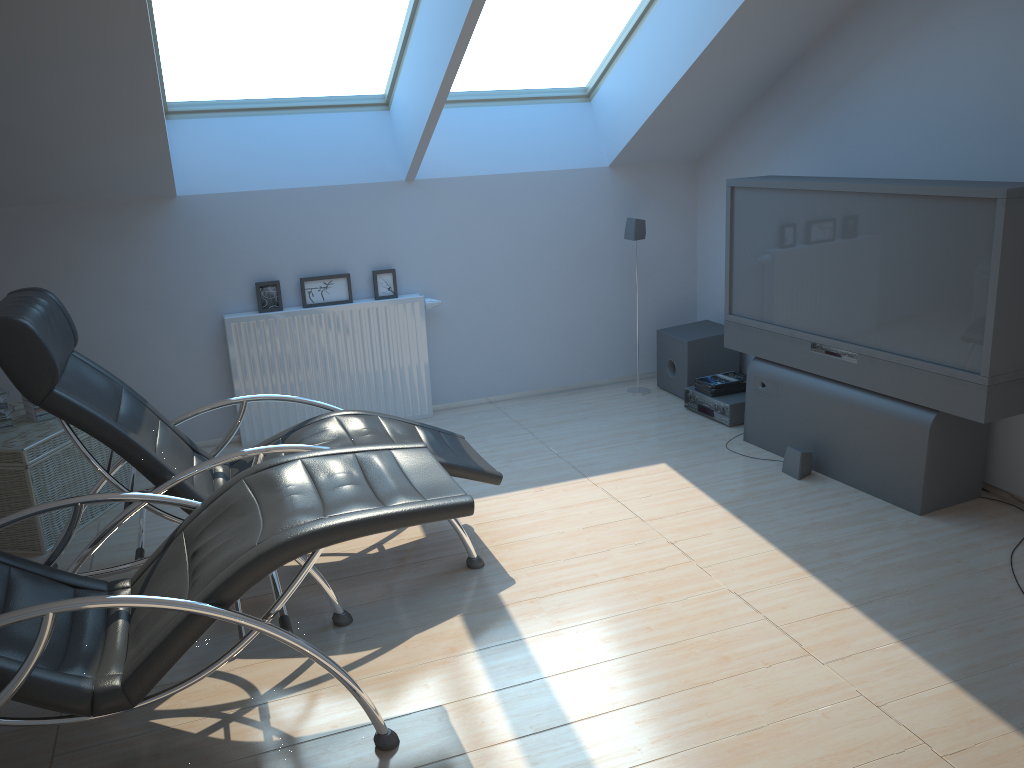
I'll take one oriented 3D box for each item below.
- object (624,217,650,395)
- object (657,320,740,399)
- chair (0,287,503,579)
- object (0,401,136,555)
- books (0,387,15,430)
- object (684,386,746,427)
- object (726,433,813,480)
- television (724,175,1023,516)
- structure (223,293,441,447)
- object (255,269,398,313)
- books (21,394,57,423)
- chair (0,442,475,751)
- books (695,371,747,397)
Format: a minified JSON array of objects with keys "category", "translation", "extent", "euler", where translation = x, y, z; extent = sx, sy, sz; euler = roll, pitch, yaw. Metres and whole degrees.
[{"category":"object","translation":[0.838,-0.515,5.929],"extent":[0.158,1.181,0.160],"euler":[-9,17,-19]},{"category":"object","translation":[1.251,-0.170,5.986],"extent":[0.401,0.424,0.400],"euler":[-9,17,-19]},{"category":"chair","translation":[-1.059,0.185,3.666],"extent":[1.938,1.251,0.836],"euler":[-9,17,-19]},{"category":"object","translation":[-2.450,0.436,4.406],"extent":[0.744,0.518,0.745],"euler":[0,16,10]},{"category":"books","translation":[-2.496,0.129,4.265],"extent":[0.165,0.184,0.162],"euler":[-9,17,-20]},{"category":"object","translation":[1.344,0.111,5.511],"extent":[0.358,0.138,0.450],"euler":[-10,17,-24]},{"category":"object","translation":[1.402,0.258,5.000],"extent":[0.394,0.141,1.163],"euler":[0,16,9]},{"category":"television","translation":[1.716,-0.268,4.398],"extent":[0.400,1.446,1.686],"euler":[-10,17,-24]},{"category":"structure","translation":[-1.055,-0.105,5.531],"extent":[1.324,0.800,0.120],"euler":[-9,17,-19]},{"category":"object","translation":[-1.121,-0.571,5.414],"extent":[0.846,0.180,0.030],"euler":[-9,17,-19]},{"category":"books","translation":[-2.331,0.030,4.370],"extent":[0.149,0.300,0.149],"euler":[10,21,40]},{"category":"chair","translation":[-1.191,0.631,2.659],"extent":[2.114,0.953,0.836],"euler":[-9,17,-19]},{"category":"books","translation":[0.280,0.659,3.636],"extent":[1.045,0.222,4.790],"euler":[9,20,36]}]
